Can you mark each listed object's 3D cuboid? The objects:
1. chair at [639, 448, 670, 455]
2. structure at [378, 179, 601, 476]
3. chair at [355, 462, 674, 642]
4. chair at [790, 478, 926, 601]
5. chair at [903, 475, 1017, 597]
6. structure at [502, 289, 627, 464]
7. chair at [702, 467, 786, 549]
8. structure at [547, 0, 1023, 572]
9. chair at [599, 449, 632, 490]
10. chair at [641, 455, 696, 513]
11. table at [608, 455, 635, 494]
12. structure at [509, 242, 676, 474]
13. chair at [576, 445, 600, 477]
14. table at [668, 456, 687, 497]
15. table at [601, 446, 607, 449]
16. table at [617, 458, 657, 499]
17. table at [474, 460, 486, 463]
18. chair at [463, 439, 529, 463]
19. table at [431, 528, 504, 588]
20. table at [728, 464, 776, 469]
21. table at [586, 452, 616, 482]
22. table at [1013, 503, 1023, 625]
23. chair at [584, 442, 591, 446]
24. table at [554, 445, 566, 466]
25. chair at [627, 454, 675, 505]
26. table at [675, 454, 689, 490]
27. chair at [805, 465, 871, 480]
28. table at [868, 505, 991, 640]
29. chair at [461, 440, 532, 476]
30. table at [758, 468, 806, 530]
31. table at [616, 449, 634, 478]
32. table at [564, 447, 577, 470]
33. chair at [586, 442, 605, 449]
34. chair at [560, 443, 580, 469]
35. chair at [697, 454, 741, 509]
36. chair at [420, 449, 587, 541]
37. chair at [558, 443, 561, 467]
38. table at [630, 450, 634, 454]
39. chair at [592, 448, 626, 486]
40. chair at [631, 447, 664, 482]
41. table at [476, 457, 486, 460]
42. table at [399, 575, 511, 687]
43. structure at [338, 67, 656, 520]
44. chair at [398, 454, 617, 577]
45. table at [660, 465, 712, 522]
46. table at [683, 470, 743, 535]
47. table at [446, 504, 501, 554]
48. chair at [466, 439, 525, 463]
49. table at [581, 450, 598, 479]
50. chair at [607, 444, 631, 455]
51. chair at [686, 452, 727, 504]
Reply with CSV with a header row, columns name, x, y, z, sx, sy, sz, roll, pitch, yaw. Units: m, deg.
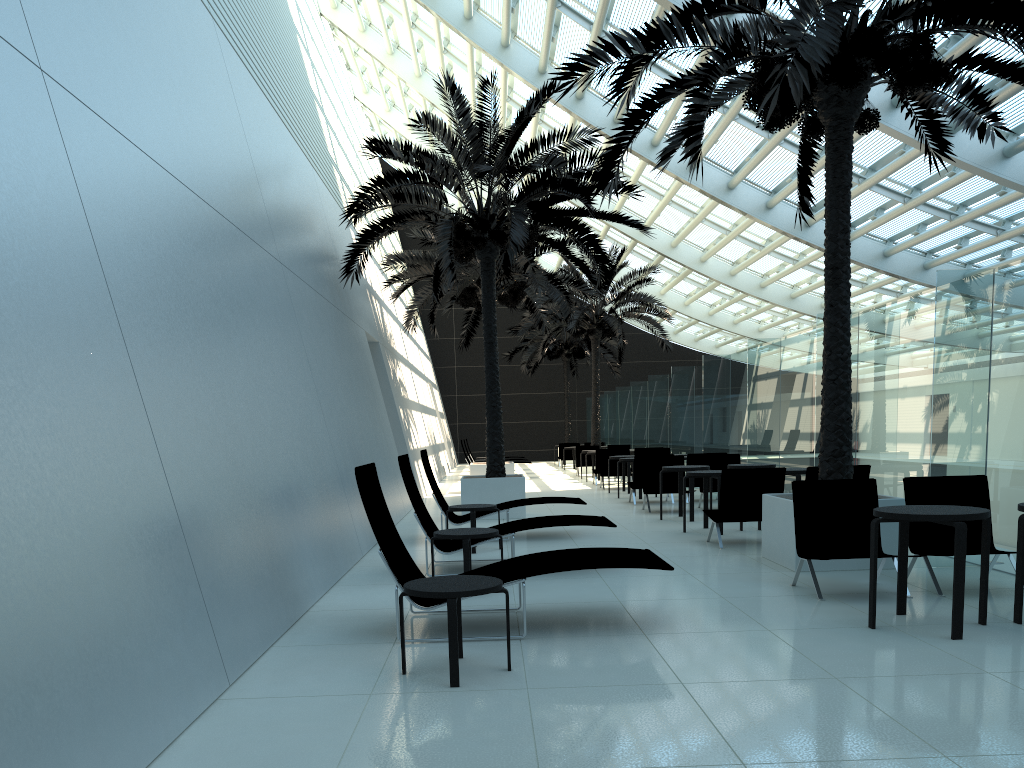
name,x,y,z,sx,sy,sz,roll,pitch,yaw
chair,3.317,1.900,19.727,0.716,0.897,0.879,-2,2,-1
structure,-0.633,-0.990,19.616,4.283,6.971,4.582,1,5,32
chair,0.022,1.105,6.065,2.036,1.171,0.912,-2,3,-1
chair,2.696,1.213,6.859,0.716,0.897,0.879,-2,2,-1
chair,3.628,1.188,6.878,0.716,0.897,0.879,-2,2,-1
structure,2.372,-0.284,35.225,4.440,7.097,4.771,-3,4,-23
chair,2.635,1.386,9.981,0.716,0.897,0.879,-2,2,-1
structure,3.011,-1.794,7.971,4.823,7.099,4.388,0,5,17
chair,2.385,1.925,19.708,0.716,0.897,0.879,-2,2,-1
chair,2.521,1.612,14.060,0.716,0.897,0.879,-2,2,-1
table,2.411,1.910,18.414,0.679,0.789,0.673,1,4,37
structure,2.543,-0.734,27.090,4.818,7.099,4.393,-2,4,-8
chair,2.250,2.234,25.284,0.716,0.897,0.879,-2,2,-1
table,3.406,1.803,16.969,0.678,0.789,0.674,1,4,41
table,3.108,2.508,29.693,0.679,0.789,0.673,1,4,37
table,2.437,1.829,16.950,0.678,0.789,0.674,1,4,41
table,-0.853,2.593,26.820,0.553,0.522,0.549,0,2,41
chair,-0.508,2.318,27.948,2.036,1.171,0.912,-2,3,-1
table,-0.385,1.522,7.506,0.553,0.522,0.549,0,2,41
table,3.516,1.571,12.798,0.679,0.789,0.673,1,4,37
table,2.301,2.142,22.585,0.678,0.789,0.674,1,4,41
table,3.688,1.179,5.711,0.674,0.789,0.678,-4,4,-44
chair,3.018,2.617,32.682,0.716,0.897,0.879,-2,2,-1
table,2.028,2.766,33.845,0.674,0.789,0.678,-4,4,-44
chair,2.495,1.707,15.768,0.716,0.897,0.879,-2,2,-1
table,3.380,1.884,18.433,0.679,0.789,0.673,1,4,37
chair,3.567,1.360,10.000,0.716,0.897,0.879,-2,2,-1
table,2.719,1.205,5.692,0.674,0.789,0.678,-4,4,-44
chair,-0.446,2.175,25.379,2.036,1.171,0.912,-2,3,-1
table,3.546,1.482,11.183,0.678,0.789,0.674,1,4,41
table,3.245,2.194,24.034,0.679,0.789,0.673,1,4,37
table,2.138,2.534,29.674,0.679,0.789,0.673,1,4,37
chair,3.044,2.524,30.987,0.716,0.897,0.879,-2,2,-1
chair,2.112,2.549,30.968,0.716,0.897,0.879,-2,2,-1
chair,3.453,1.587,14.079,0.716,0.897,0.879,-2,2,-1
chair,-0.102,1.390,11.202,2.036,1.171,0.912,-2,3,-1
chair,2.086,2.643,32.664,0.716,0.897,0.879,-2,2,-1
table,3.270,2.115,22.604,0.678,0.789,0.674,1,4,41
chair,2.358,2.019,21.403,0.716,0.897,0.879,-2,2,-1
chair,3.290,1.993,21.422,0.716,0.897,0.879,-2,2,-1
table,-0.917,2.739,29.469,0.553,0.522,0.549,0,2,41
table,-0.323,1.380,4.937,0.553,0.522,0.549,0,2,41
structure,-0.282,-1.297,13.630,4.624,6.910,4.243,-3,5,-23
chair,-0.040,1.247,8.633,2.036,1.171,0.912,-2,3,-1
table,2.547,1.598,12.778,0.679,0.789,0.673,1,4,37
table,2.577,1.509,11.163,0.678,0.789,0.674,1,4,41
table,-0.448,1.665,10.075,0.553,0.522,0.549,0,2,41
chair,-0.572,2.464,30.597,2.036,1.171,0.912,-2,3,-1
table,2.275,2.221,24.014,0.679,0.789,0.673,1,4,37
chair,3.182,2.209,25.302,0.716,0.897,0.879,-2,2,-1
chair,3.426,1.681,15.787,0.716,0.897,0.879,-2,2,-1
